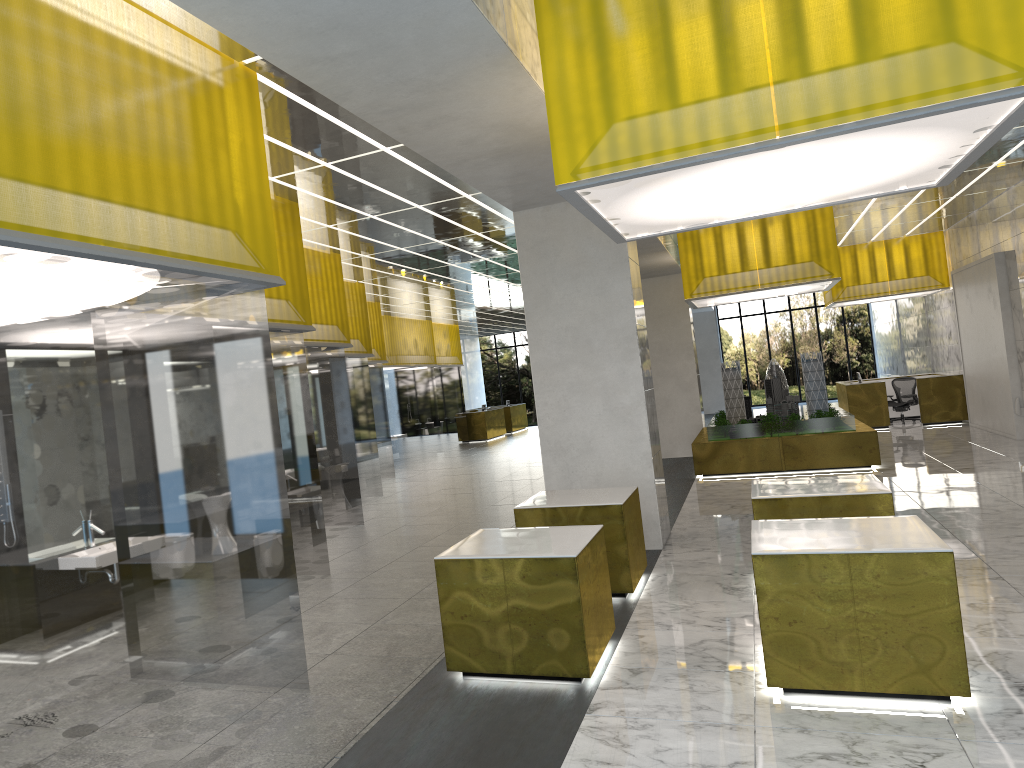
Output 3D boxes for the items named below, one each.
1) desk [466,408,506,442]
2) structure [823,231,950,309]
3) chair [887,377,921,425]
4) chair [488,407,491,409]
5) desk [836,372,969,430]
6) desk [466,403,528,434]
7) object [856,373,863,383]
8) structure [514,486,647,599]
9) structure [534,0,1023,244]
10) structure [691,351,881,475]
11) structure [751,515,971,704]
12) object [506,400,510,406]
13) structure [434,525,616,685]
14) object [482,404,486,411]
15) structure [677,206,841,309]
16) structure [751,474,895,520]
[{"bbox_3d":[-2.333,2.229,44.995,3.324,1.508,3.382,-6,0,20],"label":"desk"},{"bbox_3d":[12.121,-3.920,28.199,3.365,2.269,3.026,-6,0,21],"label":"structure"},{"bbox_3d":[12.763,0.547,27.917,1.196,1.494,0.966,-7,-1,44],"label":"chair"},{"bbox_3d":[-0.904,2.071,49.328,1.229,1.494,0.940,-7,-1,37],"label":"chair"},{"bbox_3d":[12.681,0.561,28.109,3.324,1.508,3.382,-6,0,20],"label":"desk"},{"bbox_3d":[-1.078,2.095,49.469,3.324,1.508,3.382,-6,0,20],"label":"desk"},{"bbox_3d":[11.766,-0.061,28.530,0.568,0.667,0.728,-7,0,19],"label":"object"},{"bbox_3d":[0.910,2.021,10.913,1.411,1.173,1.401,-6,0,20],"label":"structure"},{"bbox_3d":[2.159,-2.843,7.495,3.364,2.269,3.148,-6,0,21],"label":"structure"},{"bbox_3d":[6.605,0.590,21.486,3.996,2.571,5.003,-6,0,19],"label":"structure"},{"bbox_3d":[2.766,1.813,7.047,1.411,1.173,1.401,-6,0,20],"label":"structure"},{"bbox_3d":[-0.319,1.288,49.105,0.568,0.667,0.729,-7,0,19],"label":"object"},{"bbox_3d":[0.169,2.100,8.271,1.411,1.173,1.401,-6,0,20],"label":"structure"},{"bbox_3d":[-1.585,1.423,44.592,0.568,0.667,0.728,-7,0,19],"label":"object"},{"bbox_3d":[5.771,-3.228,20.365,3.365,2.269,3.149,-6,0,21],"label":"structure"},{"bbox_3d":[3.509,1.734,9.695,1.411,1.173,1.401,-6,0,20],"label":"structure"}]
